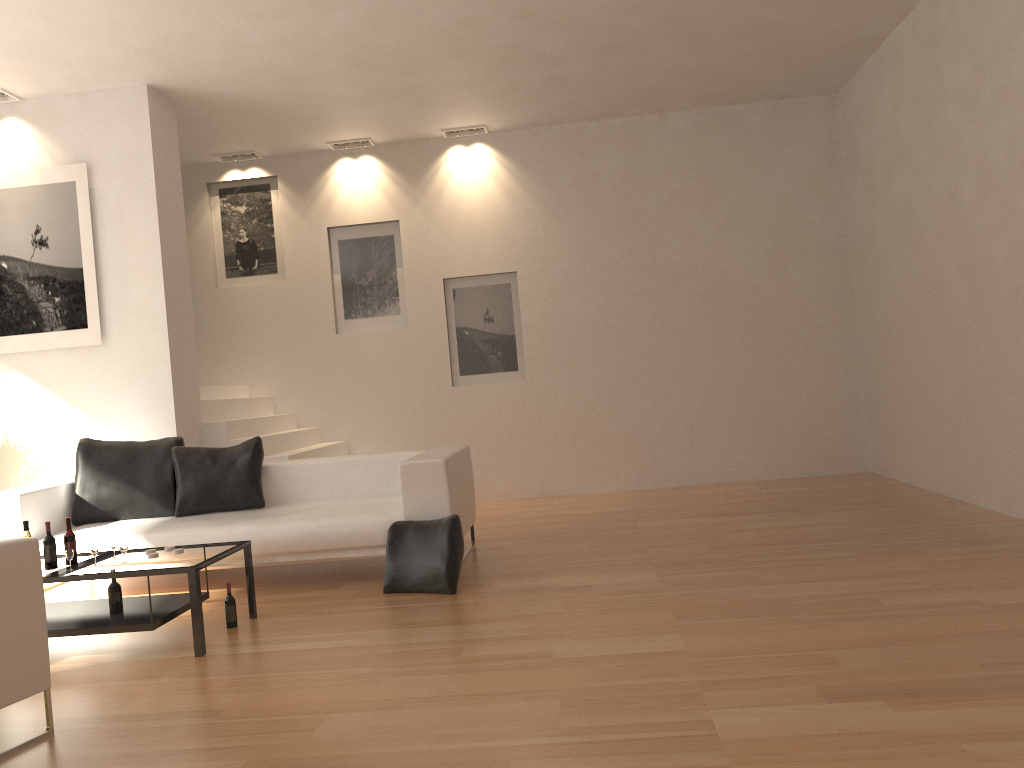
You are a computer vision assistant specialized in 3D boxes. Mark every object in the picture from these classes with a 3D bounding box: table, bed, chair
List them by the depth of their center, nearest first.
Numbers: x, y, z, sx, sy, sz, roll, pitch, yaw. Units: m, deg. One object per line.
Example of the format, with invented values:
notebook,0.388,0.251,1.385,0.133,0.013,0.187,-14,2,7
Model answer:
chair,-2.708,1.019,3.072,1.671,0.761,1.262,-5,0,20
table,-2.229,1.163,4.612,1.566,0.460,0.709,-5,0,5
bed,-1.850,0.953,6.125,3.075,0.761,1.262,-5,0,5

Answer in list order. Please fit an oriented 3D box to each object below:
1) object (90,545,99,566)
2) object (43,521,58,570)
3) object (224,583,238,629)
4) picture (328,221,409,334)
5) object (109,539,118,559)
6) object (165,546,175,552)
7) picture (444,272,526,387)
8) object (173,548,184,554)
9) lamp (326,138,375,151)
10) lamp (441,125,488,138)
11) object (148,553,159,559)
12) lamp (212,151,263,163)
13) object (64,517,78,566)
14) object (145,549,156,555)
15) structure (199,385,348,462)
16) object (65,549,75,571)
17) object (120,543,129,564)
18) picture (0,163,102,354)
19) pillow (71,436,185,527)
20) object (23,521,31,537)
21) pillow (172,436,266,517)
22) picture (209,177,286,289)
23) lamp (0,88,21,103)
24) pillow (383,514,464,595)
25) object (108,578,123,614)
object,-2.119,0.871,4.504,0.039,0.101,0.039,-5,0,-37
object,-2.360,0.825,4.526,0.059,0.244,0.059,-5,0,5
object,-1.500,1.182,4.723,0.059,0.244,0.059,-5,0,-19
picture,-1.490,-1.105,9.227,0.802,1.155,0.005,-5,0,5
object,-2.102,0.870,4.683,0.039,0.101,0.039,-5,0,-37
object,-1.823,0.878,4.726,0.052,0.021,0.052,-5,0,-18
picture,-0.276,-0.558,9.132,0.802,1.155,0.005,-5,0,5
object,-1.736,0.871,4.614,0.052,0.021,0.052,-5,0,-18
lamp,-1.647,-2.515,9.036,0.446,0.166,0.243,-5,0,5
lamp,-0.481,-2.617,8.942,0.446,0.166,0.243,-5,0,5
object,-1.838,0.879,4.543,0.052,0.021,0.052,-5,0,27
lamp,-2.829,-2.413,9.131,0.446,0.166,0.243,-5,0,5
object,-2.300,0.819,4.614,0.057,0.248,0.057,-5,0,22
object,-1.904,0.885,4.675,0.052,0.021,0.052,-5,0,-18
structure,-3.270,0.756,8.390,4.625,1.403,1.839,-5,0,5
object,-2.205,0.878,4.423,0.039,0.101,0.039,-5,0,-43
object,-1.966,0.858,4.497,0.039,0.101,0.039,-5,0,-37
picture,-3.764,-0.982,6.992,0.979,1.431,0.004,-5,0,5
pillow,-2.727,0.691,6.339,0.755,0.666,0.346,-5,0,-10
object,-2.473,0.828,4.529,0.068,0.257,0.067,-5,0,23
pillow,-2.079,0.660,6.308,0.628,0.524,0.270,-5,0,-12
picture,-2.779,-1.591,9.328,0.802,1.155,0.005,-5,0,5
lamp,-4.122,-2.307,6.915,0.446,0.166,0.243,-5,0,5
pillow,-0.510,1.021,5.271,0.503,0.457,0.340,-5,0,23
object,-2.040,1.071,4.557,0.065,0.217,0.065,-5,0,-13
